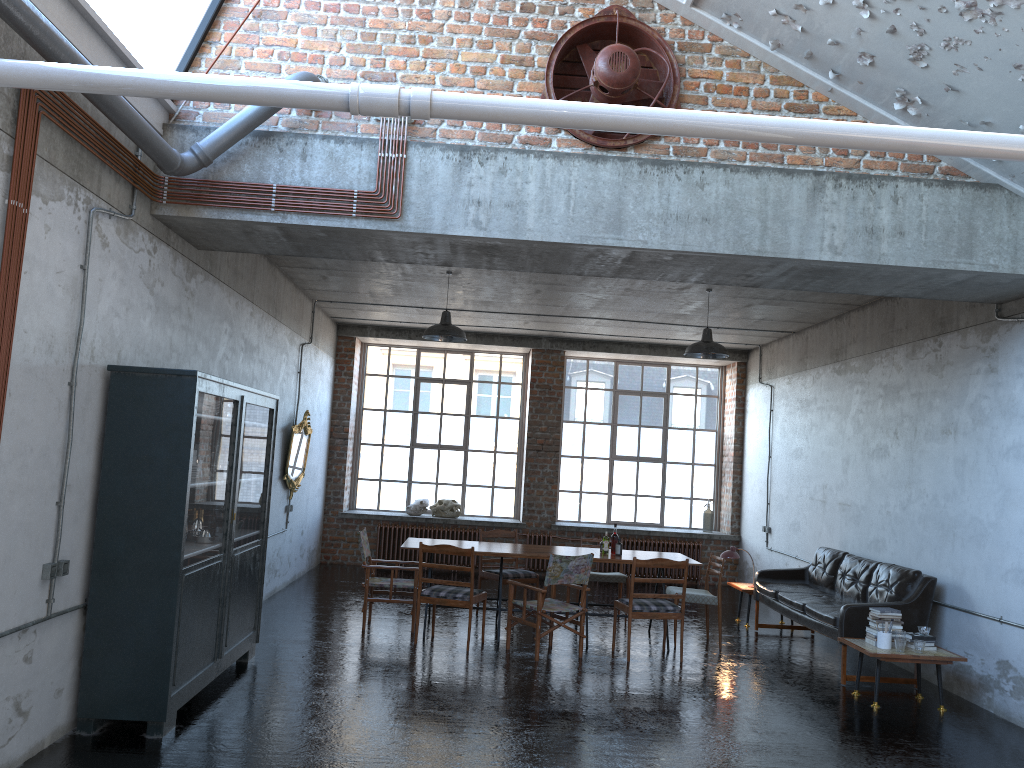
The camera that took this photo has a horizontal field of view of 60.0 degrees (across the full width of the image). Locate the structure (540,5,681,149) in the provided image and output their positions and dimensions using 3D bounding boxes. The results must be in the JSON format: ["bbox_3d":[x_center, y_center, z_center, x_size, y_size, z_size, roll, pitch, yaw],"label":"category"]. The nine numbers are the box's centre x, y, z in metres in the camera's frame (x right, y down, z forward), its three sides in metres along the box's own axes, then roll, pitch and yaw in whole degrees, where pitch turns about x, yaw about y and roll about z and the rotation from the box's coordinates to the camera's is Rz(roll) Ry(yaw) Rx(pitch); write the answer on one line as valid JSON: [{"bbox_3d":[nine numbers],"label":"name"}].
[{"bbox_3d":[0.741,-2.276,6.643,1.058,1.096,0.808,4,-5,-2],"label":"structure"}]

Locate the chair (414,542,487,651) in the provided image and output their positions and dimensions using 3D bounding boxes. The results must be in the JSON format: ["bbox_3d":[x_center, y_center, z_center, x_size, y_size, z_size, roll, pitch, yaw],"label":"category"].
[{"bbox_3d":[-0.594,2.091,8.806,0.573,1.028,0.509,2,-5,17],"label":"chair"}]

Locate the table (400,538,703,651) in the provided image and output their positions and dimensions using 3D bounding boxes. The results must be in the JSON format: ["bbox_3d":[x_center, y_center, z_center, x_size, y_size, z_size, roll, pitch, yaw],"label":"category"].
[{"bbox_3d":[0.369,2.257,9.574,3.112,0.917,1.067,4,-5,-2],"label":"table"}]

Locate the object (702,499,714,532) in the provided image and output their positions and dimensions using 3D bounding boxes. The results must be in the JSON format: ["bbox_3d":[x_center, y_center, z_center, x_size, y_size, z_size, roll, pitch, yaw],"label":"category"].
[{"bbox_3d":[3.310,2.222,14.960,0.172,0.551,0.172,-1,-7,42],"label":"object"}]

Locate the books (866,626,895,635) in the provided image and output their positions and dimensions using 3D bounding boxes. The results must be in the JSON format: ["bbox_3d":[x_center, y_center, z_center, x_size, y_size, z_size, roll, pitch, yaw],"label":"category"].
[{"bbox_3d":[3.225,2.135,7.672,0.245,0.028,0.193,4,-5,-7],"label":"books"}]

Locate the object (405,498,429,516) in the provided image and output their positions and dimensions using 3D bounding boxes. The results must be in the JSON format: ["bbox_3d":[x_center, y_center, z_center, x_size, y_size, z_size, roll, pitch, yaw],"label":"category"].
[{"bbox_3d":[-1.571,2.045,14.742,0.281,0.281,0.575,1,-5,24],"label":"object"}]

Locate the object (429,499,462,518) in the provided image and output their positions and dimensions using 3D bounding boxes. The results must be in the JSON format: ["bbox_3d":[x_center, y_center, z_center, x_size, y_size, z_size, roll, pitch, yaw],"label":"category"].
[{"bbox_3d":[-1.120,2.056,14.695,0.418,0.305,0.625,6,-6,-28],"label":"object"}]

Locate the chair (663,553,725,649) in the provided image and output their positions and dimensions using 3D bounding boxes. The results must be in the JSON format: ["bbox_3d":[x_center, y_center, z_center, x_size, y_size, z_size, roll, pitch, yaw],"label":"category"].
[{"bbox_3d":[1.981,2.332,9.604,0.577,0.971,0.589,4,-5,-2],"label":"chair"}]

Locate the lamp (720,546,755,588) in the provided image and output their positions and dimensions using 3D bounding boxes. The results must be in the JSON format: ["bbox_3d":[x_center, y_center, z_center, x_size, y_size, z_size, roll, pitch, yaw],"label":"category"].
[{"bbox_3d":[2.822,2.267,11.024,0.496,0.492,0.220,4,-5,-10],"label":"lamp"}]

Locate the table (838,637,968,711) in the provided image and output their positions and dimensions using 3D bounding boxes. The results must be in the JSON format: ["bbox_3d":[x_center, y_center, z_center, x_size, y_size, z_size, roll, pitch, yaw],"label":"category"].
[{"bbox_3d":[3.290,2.470,7.533,0.811,0.458,0.649,4,-5,-2],"label":"table"}]

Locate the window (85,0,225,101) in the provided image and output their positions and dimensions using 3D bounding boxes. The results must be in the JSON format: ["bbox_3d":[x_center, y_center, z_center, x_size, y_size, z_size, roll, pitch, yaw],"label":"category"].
[{"bbox_3d":[-1.827,-3.494,2.542,0.994,2.404,8.048,4,-5,-2],"label":"window"}]

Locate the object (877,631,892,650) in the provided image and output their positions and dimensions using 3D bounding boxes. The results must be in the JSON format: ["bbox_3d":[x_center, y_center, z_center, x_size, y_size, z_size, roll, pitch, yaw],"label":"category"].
[{"bbox_3d":[3.142,2.163,7.482,0.110,0.137,0.110,4,-5,-2],"label":"object"}]

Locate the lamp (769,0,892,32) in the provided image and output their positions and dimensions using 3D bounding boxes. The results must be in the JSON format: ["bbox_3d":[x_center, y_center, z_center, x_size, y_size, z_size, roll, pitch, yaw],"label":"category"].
[{"bbox_3d":[1.373,-1.913,3.487,0.945,2.025,5.320,2,-5,16],"label":"lamp"}]

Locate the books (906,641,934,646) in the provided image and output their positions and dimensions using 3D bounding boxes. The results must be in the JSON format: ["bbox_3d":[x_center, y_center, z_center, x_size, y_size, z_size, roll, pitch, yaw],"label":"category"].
[{"bbox_3d":[3.477,2.217,7.620,0.166,0.024,0.227,6,-5,-23],"label":"books"}]

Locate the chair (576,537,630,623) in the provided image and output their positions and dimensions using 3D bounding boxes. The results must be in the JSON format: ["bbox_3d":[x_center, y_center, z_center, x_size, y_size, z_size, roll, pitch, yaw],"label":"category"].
[{"bbox_3d":[1.097,2.379,10.789,0.589,0.971,0.577,4,-5,-2],"label":"chair"}]

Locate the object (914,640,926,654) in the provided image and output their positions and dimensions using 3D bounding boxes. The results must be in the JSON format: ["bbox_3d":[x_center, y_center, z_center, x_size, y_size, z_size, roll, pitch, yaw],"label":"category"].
[{"bbox_3d":[3.386,2.186,7.369,0.092,0.099,0.092,6,-5,-24],"label":"object"}]

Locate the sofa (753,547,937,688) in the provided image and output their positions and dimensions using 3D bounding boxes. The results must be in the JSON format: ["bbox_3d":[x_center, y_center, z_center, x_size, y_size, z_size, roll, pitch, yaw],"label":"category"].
[{"bbox_3d":[3.368,2.321,9.324,0.929,1.045,2.610,4,-5,-2],"label":"sofa"}]

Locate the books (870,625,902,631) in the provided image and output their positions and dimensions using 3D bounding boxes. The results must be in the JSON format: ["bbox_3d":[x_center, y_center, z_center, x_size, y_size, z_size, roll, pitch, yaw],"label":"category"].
[{"bbox_3d":[3.234,2.110,7.671,0.221,0.023,0.147,4,-5,-3],"label":"books"}]

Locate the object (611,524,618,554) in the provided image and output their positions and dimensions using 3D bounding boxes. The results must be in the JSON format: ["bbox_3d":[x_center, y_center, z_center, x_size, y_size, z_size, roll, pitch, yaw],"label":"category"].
[{"bbox_3d":[1.119,1.684,9.650,0.075,0.324,0.075,1,-5,23],"label":"object"}]

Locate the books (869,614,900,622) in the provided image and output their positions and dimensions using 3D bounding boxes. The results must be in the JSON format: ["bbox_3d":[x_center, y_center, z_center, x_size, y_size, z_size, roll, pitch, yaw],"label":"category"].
[{"bbox_3d":[3.223,2.026,7.677,0.231,0.023,0.162,2,-5,14],"label":"books"}]

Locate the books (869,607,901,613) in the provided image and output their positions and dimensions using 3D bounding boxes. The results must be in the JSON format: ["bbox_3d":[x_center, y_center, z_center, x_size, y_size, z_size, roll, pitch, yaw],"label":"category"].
[{"bbox_3d":[3.234,1.962,7.692,0.201,0.024,0.159,4,-5,-12],"label":"books"}]

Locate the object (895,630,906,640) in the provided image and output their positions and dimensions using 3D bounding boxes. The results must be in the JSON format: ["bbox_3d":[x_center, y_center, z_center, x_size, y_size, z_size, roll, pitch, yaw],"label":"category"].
[{"bbox_3d":[3.270,2.159,7.471,0.087,0.155,0.087,6,-6,-29],"label":"object"}]

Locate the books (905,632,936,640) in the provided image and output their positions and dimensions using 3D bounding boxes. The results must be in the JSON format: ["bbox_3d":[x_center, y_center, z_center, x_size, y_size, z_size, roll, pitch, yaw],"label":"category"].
[{"bbox_3d":[3.484,2.167,7.620,0.225,0.029,0.179,4,-5,-10],"label":"books"}]

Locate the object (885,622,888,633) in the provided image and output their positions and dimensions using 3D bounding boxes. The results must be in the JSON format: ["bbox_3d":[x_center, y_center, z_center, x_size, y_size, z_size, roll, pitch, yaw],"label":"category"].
[{"bbox_3d":[3.172,2.123,7.522,0.023,0.204,0.037,0,-6,37],"label":"object"}]

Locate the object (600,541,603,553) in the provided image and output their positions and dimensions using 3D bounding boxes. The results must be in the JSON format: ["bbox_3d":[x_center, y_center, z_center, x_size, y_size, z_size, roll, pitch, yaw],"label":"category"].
[{"bbox_3d":[1.005,1.761,9.715,0.077,0.173,0.077,5,-5,-16],"label":"object"}]

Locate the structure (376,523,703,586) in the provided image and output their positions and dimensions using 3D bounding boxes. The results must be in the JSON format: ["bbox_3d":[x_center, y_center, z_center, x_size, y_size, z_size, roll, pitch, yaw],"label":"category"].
[{"bbox_3d":[0.448,2.759,14.332,5.349,0.713,0.232,4,-5,-2],"label":"structure"}]

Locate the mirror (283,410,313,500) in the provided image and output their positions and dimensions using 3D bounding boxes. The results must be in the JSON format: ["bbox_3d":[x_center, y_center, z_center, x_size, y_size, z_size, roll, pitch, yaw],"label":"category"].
[{"bbox_3d":[-2.782,0.927,11.622,0.172,1.182,1.339,4,-5,-2],"label":"mirror"}]

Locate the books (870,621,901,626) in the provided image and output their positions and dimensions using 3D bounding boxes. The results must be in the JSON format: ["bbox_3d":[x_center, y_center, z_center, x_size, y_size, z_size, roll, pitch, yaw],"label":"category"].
[{"bbox_3d":[3.234,2.068,7.674,0.205,0.022,0.155,4,-5,-7],"label":"books"}]

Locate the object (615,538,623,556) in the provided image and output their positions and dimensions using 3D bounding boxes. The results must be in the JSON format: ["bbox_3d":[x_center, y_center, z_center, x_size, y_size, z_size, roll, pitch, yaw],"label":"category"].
[{"bbox_3d":[1.149,1.748,9.518,0.051,0.180,0.097,6,-6,-30],"label":"object"}]

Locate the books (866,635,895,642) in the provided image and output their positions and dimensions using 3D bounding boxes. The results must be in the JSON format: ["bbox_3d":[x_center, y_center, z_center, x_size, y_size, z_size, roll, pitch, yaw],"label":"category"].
[{"bbox_3d":[3.213,2.196,7.650,0.249,0.023,0.175,4,-5,-6],"label":"books"}]

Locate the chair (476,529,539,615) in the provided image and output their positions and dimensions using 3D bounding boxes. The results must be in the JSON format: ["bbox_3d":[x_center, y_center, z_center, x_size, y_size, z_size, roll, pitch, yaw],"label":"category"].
[{"bbox_3d":[-0.048,2.276,10.590,0.573,1.028,0.509,7,-6,-37],"label":"chair"}]

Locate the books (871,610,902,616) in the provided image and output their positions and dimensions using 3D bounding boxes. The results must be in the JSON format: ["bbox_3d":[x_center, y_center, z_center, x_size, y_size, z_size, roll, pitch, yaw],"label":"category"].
[{"bbox_3d":[3.239,1.983,7.682,0.205,0.020,0.155,4,-5,-2],"label":"books"}]

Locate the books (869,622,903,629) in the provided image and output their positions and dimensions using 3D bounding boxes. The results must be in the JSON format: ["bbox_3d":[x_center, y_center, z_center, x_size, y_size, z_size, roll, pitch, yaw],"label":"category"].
[{"bbox_3d":[3.234,2.090,7.678,0.224,0.021,0.158,4,-5,-2],"label":"books"}]

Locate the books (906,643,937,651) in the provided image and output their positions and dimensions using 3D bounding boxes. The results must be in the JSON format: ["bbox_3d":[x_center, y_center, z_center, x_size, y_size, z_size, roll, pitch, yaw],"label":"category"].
[{"bbox_3d":[3.483,2.246,7.613,0.179,0.034,0.243,5,-5,-19],"label":"books"}]

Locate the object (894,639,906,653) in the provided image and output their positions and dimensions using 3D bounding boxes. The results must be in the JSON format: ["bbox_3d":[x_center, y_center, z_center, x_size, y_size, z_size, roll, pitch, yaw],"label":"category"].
[{"bbox_3d":[3.224,2.175,7.364,0.092,0.099,0.092,6,-5,-24],"label":"object"}]

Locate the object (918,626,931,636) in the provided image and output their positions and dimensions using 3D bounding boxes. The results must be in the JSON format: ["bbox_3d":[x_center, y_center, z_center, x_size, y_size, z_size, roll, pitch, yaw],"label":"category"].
[{"bbox_3d":[3.533,2.120,7.603,0.103,0.068,0.103,6,-6,-29],"label":"object"}]

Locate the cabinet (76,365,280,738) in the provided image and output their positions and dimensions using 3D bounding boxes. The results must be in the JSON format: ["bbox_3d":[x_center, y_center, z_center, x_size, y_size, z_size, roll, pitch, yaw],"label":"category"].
[{"bbox_3d":[-2.407,1.134,6.740,0.572,2.297,2.386,4,-5,-2],"label":"cabinet"}]

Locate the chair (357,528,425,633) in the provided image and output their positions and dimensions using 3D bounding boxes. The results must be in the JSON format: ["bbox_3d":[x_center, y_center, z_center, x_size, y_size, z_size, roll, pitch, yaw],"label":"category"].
[{"bbox_3d":[-1.307,2.093,9.484,0.713,1.031,0.574,4,-5,-2],"label":"chair"}]

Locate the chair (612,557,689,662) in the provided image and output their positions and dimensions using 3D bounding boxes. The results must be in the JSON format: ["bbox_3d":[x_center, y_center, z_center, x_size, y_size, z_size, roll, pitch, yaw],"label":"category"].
[{"bbox_3d":[1.357,2.205,8.756,0.573,1.028,0.509,5,-5,-12],"label":"chair"}]

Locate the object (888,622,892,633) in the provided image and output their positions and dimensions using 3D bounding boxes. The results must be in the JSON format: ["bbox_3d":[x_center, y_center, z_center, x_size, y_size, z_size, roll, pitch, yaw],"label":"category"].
[{"bbox_3d":[3.188,2.104,7.506,0.052,0.185,0.009,3,-5,0],"label":"object"}]

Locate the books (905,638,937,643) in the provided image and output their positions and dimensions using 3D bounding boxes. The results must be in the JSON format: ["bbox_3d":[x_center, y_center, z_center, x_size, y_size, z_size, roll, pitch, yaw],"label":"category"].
[{"bbox_3d":[3.491,2.194,7.624,0.243,0.024,0.175,4,-5,-6],"label":"books"}]

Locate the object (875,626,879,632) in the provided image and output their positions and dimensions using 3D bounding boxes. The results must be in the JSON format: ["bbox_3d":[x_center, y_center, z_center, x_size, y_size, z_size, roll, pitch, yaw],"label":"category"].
[{"bbox_3d":[3.123,2.127,7.498,0.137,0.190,0.009,3,-5,1],"label":"object"}]

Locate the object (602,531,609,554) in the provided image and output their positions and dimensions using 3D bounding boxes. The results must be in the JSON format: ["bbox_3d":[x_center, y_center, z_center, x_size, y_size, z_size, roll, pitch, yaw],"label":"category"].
[{"bbox_3d":[1.017,1.717,9.603,0.070,0.235,0.041,4,-5,-2],"label":"object"}]

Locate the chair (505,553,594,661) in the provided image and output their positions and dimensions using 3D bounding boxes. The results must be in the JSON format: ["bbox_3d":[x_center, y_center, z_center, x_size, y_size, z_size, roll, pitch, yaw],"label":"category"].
[{"bbox_3d":[0.362,2.118,8.590,0.574,1.031,0.713,6,-6,-32],"label":"chair"}]

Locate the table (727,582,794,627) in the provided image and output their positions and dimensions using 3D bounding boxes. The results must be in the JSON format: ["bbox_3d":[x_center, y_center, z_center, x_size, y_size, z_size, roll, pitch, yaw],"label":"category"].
[{"bbox_3d":[3.153,2.758,11.013,0.811,0.458,0.649,4,-5,-2],"label":"table"}]

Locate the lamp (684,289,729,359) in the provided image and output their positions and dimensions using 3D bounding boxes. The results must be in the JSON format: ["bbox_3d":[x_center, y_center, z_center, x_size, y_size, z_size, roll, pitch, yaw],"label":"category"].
[{"bbox_3d":[2.216,-0.759,10.029,0.502,0.891,0.502,3,-5,2],"label":"lamp"}]

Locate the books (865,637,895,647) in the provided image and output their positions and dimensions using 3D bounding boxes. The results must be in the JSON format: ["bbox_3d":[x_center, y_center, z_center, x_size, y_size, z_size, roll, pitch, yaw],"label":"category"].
[{"bbox_3d":[3.209,2.228,7.649,0.248,0.043,0.192,4,-5,-2],"label":"books"}]

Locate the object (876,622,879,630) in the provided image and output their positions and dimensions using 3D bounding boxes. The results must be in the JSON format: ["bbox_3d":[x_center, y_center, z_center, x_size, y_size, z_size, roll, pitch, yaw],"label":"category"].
[{"bbox_3d":[3.109,2.118,7.512,0.046,0.202,0.023,0,-6,34],"label":"object"}]

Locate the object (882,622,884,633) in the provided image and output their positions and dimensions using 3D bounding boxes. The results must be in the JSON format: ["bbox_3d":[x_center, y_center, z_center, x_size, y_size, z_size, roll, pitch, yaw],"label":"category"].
[{"bbox_3d":[3.151,2.114,7.528,0.009,0.167,0.061,3,-5,10],"label":"object"}]

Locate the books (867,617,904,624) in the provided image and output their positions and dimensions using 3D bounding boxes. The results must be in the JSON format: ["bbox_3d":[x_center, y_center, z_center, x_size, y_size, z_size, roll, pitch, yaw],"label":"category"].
[{"bbox_3d":[3.230,2.047,7.676,0.244,0.019,0.174,4,-5,-2],"label":"books"}]

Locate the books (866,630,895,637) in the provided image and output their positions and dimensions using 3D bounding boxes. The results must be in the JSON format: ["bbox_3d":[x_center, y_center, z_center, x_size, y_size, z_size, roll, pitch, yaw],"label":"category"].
[{"bbox_3d":[3.225,2.156,7.669,0.255,0.014,0.192,3,-5,1],"label":"books"}]

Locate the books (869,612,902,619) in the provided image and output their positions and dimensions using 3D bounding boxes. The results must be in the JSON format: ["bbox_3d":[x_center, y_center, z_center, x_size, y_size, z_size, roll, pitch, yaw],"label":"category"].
[{"bbox_3d":[3.238,2.006,7.690,0.209,0.023,0.167,4,-5,-8],"label":"books"}]

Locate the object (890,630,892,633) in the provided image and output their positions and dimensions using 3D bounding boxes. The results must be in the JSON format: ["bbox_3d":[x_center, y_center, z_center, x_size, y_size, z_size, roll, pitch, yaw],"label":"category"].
[{"bbox_3d":[3.168,2.141,7.474,0.068,0.159,0.009,3,-5,11],"label":"object"}]

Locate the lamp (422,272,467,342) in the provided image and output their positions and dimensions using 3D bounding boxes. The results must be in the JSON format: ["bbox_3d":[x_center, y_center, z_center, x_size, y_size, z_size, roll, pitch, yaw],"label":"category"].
[{"bbox_3d":[-0.724,-0.946,9.929,0.502,0.891,0.502,3,-5,2],"label":"lamp"}]

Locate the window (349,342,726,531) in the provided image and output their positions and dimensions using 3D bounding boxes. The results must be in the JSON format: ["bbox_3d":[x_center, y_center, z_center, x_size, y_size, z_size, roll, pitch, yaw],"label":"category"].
[{"bbox_3d":[4.620,2.845,15.659,19.864,12.900,0.747,4,-5,-2],"label":"window"}]

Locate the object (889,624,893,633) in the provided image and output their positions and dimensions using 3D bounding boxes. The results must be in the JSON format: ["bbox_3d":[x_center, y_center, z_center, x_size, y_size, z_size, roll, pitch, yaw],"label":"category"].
[{"bbox_3d":[3.187,2.110,7.492,0.062,0.169,0.009,4,-5,-2],"label":"object"}]

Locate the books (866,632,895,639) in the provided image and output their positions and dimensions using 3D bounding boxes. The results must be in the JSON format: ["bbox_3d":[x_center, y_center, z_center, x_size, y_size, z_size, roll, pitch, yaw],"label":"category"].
[{"bbox_3d":[3.214,2.173,7.652,0.249,0.023,0.175,4,-5,-1],"label":"books"}]
